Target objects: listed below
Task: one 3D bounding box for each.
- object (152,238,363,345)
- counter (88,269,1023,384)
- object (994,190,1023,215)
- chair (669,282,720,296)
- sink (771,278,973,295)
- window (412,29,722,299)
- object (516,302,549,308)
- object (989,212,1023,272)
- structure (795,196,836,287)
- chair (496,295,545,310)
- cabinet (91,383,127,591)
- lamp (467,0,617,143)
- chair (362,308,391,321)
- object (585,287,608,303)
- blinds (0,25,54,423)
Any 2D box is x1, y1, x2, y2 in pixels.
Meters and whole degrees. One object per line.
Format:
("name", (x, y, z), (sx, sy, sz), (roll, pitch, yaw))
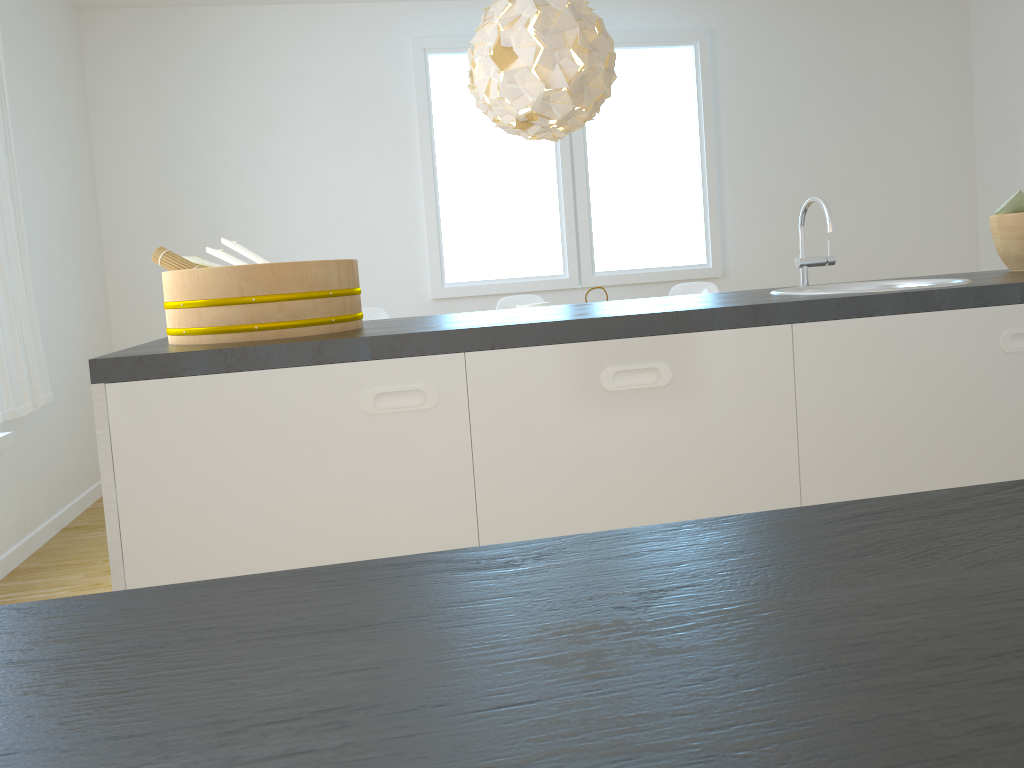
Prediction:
("object", (-0.519, -0.203, 1.773), (0.429, 0.213, 0.381), (-2, 7, 19))
("counter", (0.457, -0.164, 1.901), (2.402, 0.040, 0.604), (-5, 7, -9))
("object", (1.214, -0.435, 2.153), (0.074, 0.071, 0.078), (-3, 6, 16))
("chair", (0.964, -0.088, 4.753), (0.429, 0.897, 0.526), (-2, 5, 21))
("sink", (0.776, -0.136, 1.922), (0.404, 0.156, 0.406), (0, 8, 32))
("window", (0.594, -1.015, 4.380), (1.881, 2.044, 2.561), (-5, 6, -9))
("object", (0.095, -0.320, 3.985), (0.151, 0.086, 0.153), (-2, 7, 19))
("object", (1.287, -0.350, 2.168), (0.205, 0.141, 0.206), (1, 8, 42))
("structure", (0.755, -0.342, 2.119), (0.097, 0.214, 0.163), (-5, 5, -9))
("chair", (0.118, -0.017, 4.681), (0.430, 0.897, 0.525), (-5, 5, -9))
("cabinet", (0.491, 0.306, 1.932), (2.402, 0.906, 0.603), (-5, 5, -9))
("lamp", (0.109, -1.595, 3.768), (0.639, 1.130, 0.649), (-5, 5, -10))
("chair", (-0.603, 0.066, 4.439), (0.431, 0.897, 0.524), (-7, 6, -34))
("object", (0.388, -0.334, 4.010), (0.147, 0.210, 0.178), (-5, 5, -10))
("blinds", (-2.022, -0.940, 3.413), (0.150, 2.150, 0.798), (-5, 4, -9))
